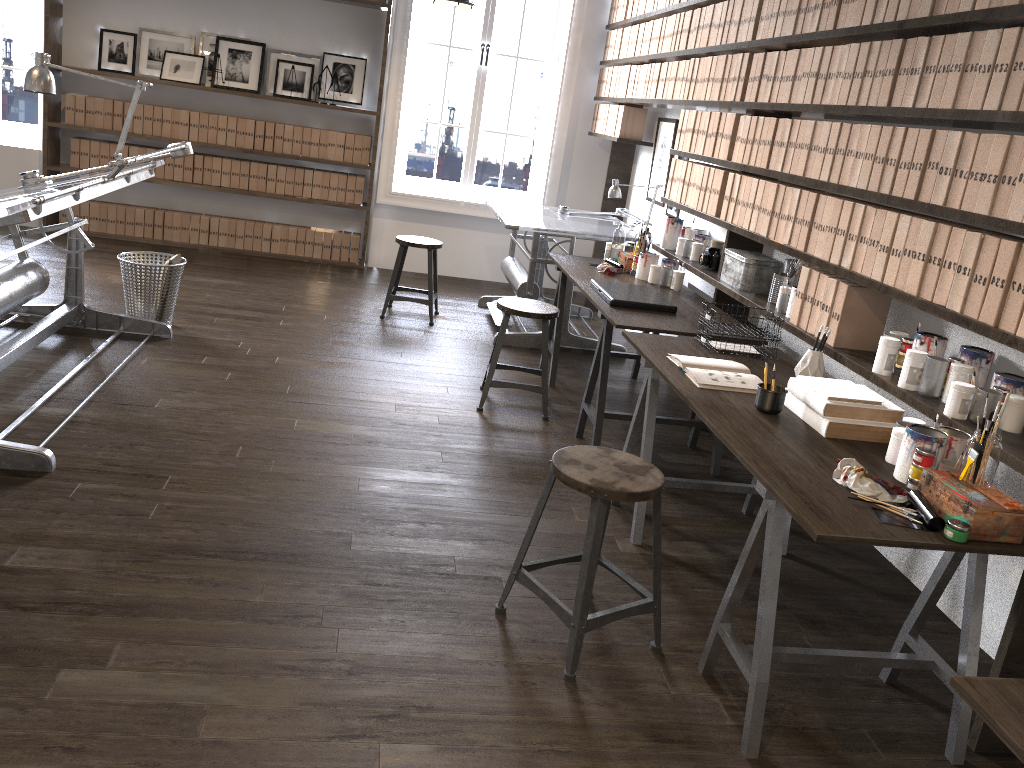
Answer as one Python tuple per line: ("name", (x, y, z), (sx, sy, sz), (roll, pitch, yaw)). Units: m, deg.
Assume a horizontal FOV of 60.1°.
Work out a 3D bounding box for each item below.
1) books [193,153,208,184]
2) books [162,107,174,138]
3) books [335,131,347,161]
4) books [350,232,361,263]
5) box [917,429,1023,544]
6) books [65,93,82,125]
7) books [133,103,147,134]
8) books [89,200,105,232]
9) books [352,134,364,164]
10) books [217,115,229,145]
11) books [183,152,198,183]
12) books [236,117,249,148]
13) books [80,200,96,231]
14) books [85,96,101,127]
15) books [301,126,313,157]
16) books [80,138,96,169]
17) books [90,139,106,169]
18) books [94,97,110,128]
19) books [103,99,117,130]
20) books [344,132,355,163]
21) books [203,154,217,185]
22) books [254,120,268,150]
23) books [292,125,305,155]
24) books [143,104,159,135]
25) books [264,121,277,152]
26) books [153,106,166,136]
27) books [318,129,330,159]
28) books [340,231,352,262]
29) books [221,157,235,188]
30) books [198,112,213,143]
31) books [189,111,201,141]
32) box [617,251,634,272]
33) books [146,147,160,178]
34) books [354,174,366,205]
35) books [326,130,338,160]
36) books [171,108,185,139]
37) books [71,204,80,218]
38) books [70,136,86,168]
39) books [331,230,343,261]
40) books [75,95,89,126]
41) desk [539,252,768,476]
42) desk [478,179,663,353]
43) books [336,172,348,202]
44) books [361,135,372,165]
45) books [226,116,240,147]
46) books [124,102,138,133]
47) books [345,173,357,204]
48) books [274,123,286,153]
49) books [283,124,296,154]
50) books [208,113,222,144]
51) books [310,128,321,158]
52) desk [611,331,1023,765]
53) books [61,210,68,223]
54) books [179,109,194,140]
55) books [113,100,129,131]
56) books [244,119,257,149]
("books", (-2.474, -1.712, 7.029), (0.067, 0.223, 0.177), (6, 16, -10))
("books", (-2.674, -2.040, 6.908), (0.067, 0.223, 0.177), (6, 16, -10))
("books", (-1.377, -1.911, 7.123), (0.067, 0.223, 0.177), (6, 16, -10))
("books", (-1.302, -1.133, 7.358), (0.066, 0.223, 0.177), (6, 16, -10))
("box", (1.075, 0.221, 2.046), (0.137, 0.204, 0.215), (6, 16, -9))
("books", (-3.363, -2.110, 6.796), (0.066, 0.223, 0.177), (6, 16, -10))
("books", (-2.879, -2.061, 6.875), (0.066, 0.223, 0.177), (6, 16, -10))
("books", (-3.290, -1.331, 7.028), (0.066, 0.223, 0.177), (6, 16, -10))
("books", (-1.241, -1.899, 7.152), (0.066, 0.223, 0.177), (6, 16, -10))
("books", (-2.270, -2.001, 6.977), (0.066, 0.223, 0.177), (6, 16, -10))
("books", (-2.548, -1.721, 7.022), (0.066, 0.223, 0.177), (6, 16, -10))
("books", (-2.127, -1.986, 6.998), (0.067, 0.223, 0.177), (6, 16, -10))
("books", (-3.361, -1.338, 7.014), (0.067, 0.223, 0.177), (6, 16, -10))
("books", (-3.221, -2.095, 6.817), (0.067, 0.223, 0.177), (6, 16, -10))
("books", (-1.637, -1.939, 7.085), (0.066, 0.223, 0.177), (6, 16, -10))
("books", (-3.298, -1.793, 6.892), (0.066, 0.223, 0.177), (6, 16, -10))
("books", (-3.227, -1.787, 6.907), (0.066, 0.223, 0.177), (6, 16, -10))
("books", (-3.160, -2.090, 6.831), (0.066, 0.223, 0.177), (6, 16, -10))
("books", (-3.096, -2.084, 6.844), (0.066, 0.223, 0.177), (6, 16, -10))
("books", (-1.309, -1.906, 7.138), (0.066, 0.223, 0.177), (6, 16, -10))
("books", (-2.402, -1.706, 7.047), (0.066, 0.223, 0.177), (6, 16, -10))
("books", (-1.992, -1.974, 7.027), (0.066, 0.223, 0.177), (6, 16, -10))
("books", (-1.706, -1.946, 7.073), (0.066, 0.223, 0.177), (6, 16, -10))
("books", (-2.810, -2.056, 6.891), (0.066, 0.223, 0.177), (6, 16, -10))
("books", (-1.918, -1.965, 7.033), (0.067, 0.223, 0.177), (6, 16, -10))
("books", (-2.740, -2.049, 6.902), (0.066, 0.223, 0.177), (6, 16, -10))
("books", (-1.505, -1.925, 7.106), (0.066, 0.223, 0.177), (6, 16, -10))
("books", (-1.377, -1.141, 7.348), (0.066, 0.223, 0.177), (6, 16, -10))
("books", (-2.266, -1.691, 7.066), (0.066, 0.223, 0.177), (6, 16, -10))
("books", (-2.407, -2.015, 6.957), (0.066, 0.223, 0.177), (6, 16, -10))
("books", (-2.475, -2.021, 6.941), (0.067, 0.223, 0.177), (6, 16, -10))
("box", (0.676, -0.681, 4.952), (0.137, 0.082, 0.215), (6, 17, -10))
("books", (-2.822, -1.746, 6.971), (0.067, 0.223, 0.177), (6, 16, -10))
("books", (-1.242, -1.589, 7.234), (0.066, 0.223, 0.177), (6, 16, -10))
("books", (-1.443, -1.918, 7.114), (0.066, 0.223, 0.177), (6, 16, -10))
("books", (-2.609, -2.035, 6.923), (0.066, 0.223, 0.177), (6, 16, -10))
("books", (-3.430, -1.346, 7.007), (0.066, 0.223, 0.177), (6, 16, -10))
("books", (-3.369, -1.800, 6.880), (0.067, 0.223, 0.177), (6, 16, -10))
("books", (-1.449, -1.147, 7.330), (0.067, 0.223, 0.177), (6, 16, -10))
("books", (-3.292, -2.102, 6.805), (0.066, 0.223, 0.177), (6, 16, -10))
("desk", (0.585, -0.156, 4.498), (0.655, 0.661, 1.692), (6, 17, -10))
("desk", (0.376, -0.885, 6.000), (1.070, 1.084, 1.287), (6, 16, -10))
("books", (-1.382, -1.604, 7.215), (0.066, 0.223, 0.177), (6, 16, -10))
("books", (-1.176, -1.891, 7.155), (0.067, 0.223, 0.177), (6, 16, -10))
("books", (-2.198, -1.993, 6.986), (0.066, 0.223, 0.177), (6, 16, -10))
("books", (-2.949, -2.070, 6.868), (0.066, 0.223, 0.177), (6, 16, -10))
("books", (-1.312, -1.597, 7.227), (0.066, 0.223, 0.177), (6, 16, -10))
("books", (-1.845, -1.960, 7.051), (0.066, 0.223, 0.177), (6, 16, -10))
("books", (-1.775, -1.951, 7.058), (0.066, 0.223, 0.177), (6, 16, -10))
("books", (-2.339, -2.009, 6.970), (0.066, 0.223, 0.177), (6, 16, -10))
("books", (-1.570, -1.930, 7.090), (0.067, 0.223, 0.177), (6, 16, -10))
("desk", (0.813, 0.404, 2.813), (0.655, 0.661, 1.692), (6, 17, -10))
("books", (-3.499, -1.353, 6.997), (0.066, 0.223, 0.177), (6, 16, -10))
("books", (-2.547, -2.028, 6.932), (0.066, 0.223, 0.177), (6, 16, -10))
("books", (-3.022, -2.075, 6.851), (0.067, 0.223, 0.177), (6, 16, -10))
("books", (-2.066, -1.981, 7.012), (0.066, 0.223, 0.177), (6, 16, -10))
